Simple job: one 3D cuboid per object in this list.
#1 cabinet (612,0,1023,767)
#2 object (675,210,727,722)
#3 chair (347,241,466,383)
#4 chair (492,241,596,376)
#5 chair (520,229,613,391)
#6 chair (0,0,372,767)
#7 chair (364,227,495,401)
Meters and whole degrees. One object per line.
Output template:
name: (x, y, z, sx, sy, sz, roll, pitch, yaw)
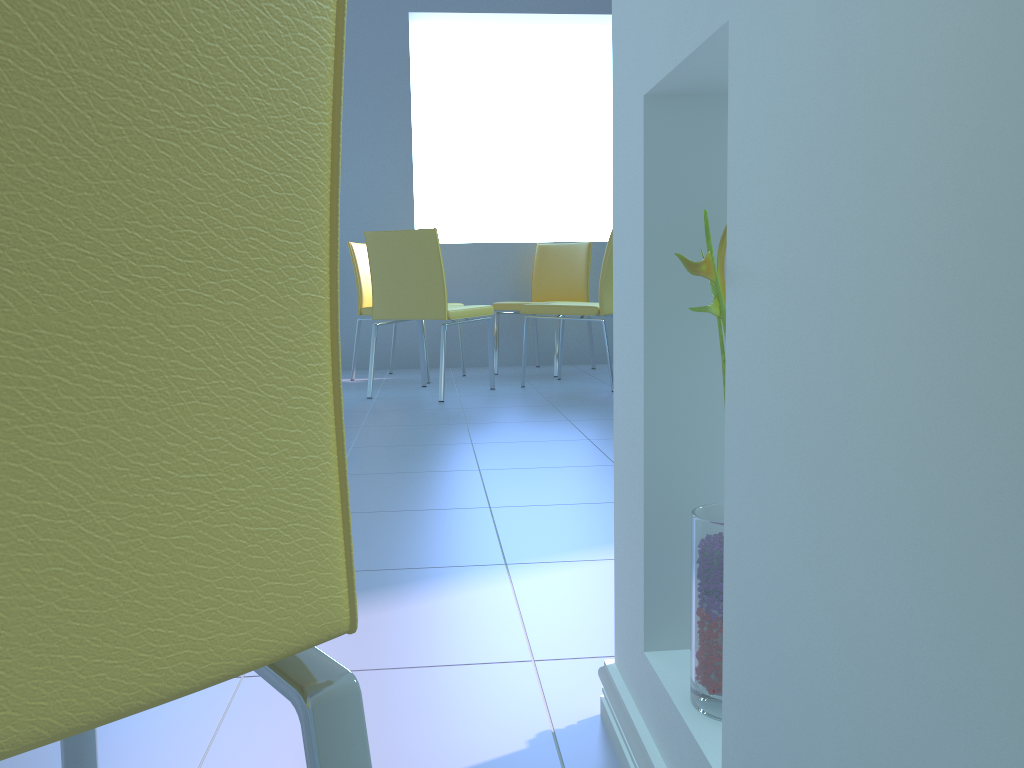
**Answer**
cabinet: (1.283, 0.028, 0.114, 2.200, 0.800, 2.139, -2, 6, -5)
object: (0.173, 0.043, 0.683, 0.067, 0.423, 0.229, 2, 7, 25)
chair: (-0.547, -0.379, 4.535, 0.484, 0.695, 0.387, 2, 7, 26)
chair: (0.185, -0.417, 4.762, 0.387, 0.695, 0.484, 3, 7, 31)
chair: (0.340, -0.342, 4.071, 0.484, 0.699, 0.387, 3, 7, 31)
chair: (-0.306, 0.077, 0.344, 0.387, 0.695, 0.484, -7, 8, -41)
chair: (-0.358, -0.305, 3.832, 0.387, 0.695, 0.484, 2, 7, 26)
